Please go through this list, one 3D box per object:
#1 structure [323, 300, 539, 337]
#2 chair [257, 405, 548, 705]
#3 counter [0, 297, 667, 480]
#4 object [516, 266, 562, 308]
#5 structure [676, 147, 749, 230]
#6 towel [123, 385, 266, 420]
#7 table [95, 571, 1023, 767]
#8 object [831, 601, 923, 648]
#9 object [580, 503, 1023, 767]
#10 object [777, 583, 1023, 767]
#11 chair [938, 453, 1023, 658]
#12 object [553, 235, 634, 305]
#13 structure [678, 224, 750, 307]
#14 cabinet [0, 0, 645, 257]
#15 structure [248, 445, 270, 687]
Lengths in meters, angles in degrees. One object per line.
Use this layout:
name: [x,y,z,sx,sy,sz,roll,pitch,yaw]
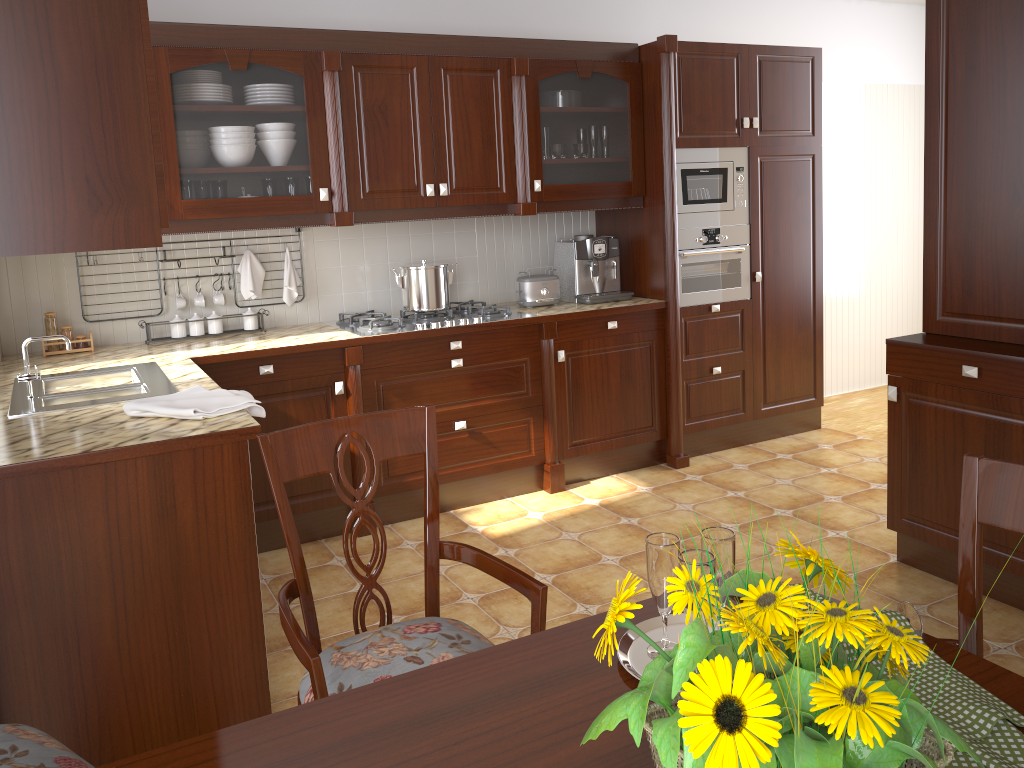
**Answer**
structure: [-0.372,-0.309,3.963,0.819,0.046,0.595,-9,13,-27]
chair: [-0.178,0.460,1.497,0.406,0.738,0.462,-8,10,-30]
counter: [-0.345,-0.138,3.300,2.794,0.032,1.840,-9,13,-27]
object: [0.129,-0.467,4.240,0.244,0.186,0.142,-8,10,-26]
structure: [0.897,-0.984,4.452,0.497,0.382,0.319,-8,10,-27]
towel: [-0.830,0.066,2.392,0.330,0.096,0.347,3,13,25]
table: [-0.158,0.718,0.683,1.685,0.552,0.741,-9,12,-27]
object: [0.426,0.302,1.084,0.146,0.046,0.047,-6,10,-14]
object: [0.241,0.264,0.766,0.300,0.334,0.320,-9,11,-35]
object: [0.423,0.309,1.038,0.167,0.056,0.534,-6,12,-13]
chair: [0.561,0.517,1.046,0.461,0.738,0.407,-7,9,-27]
object: [0.397,-0.572,4.361,0.276,0.318,0.326,-8,11,-27]
structure: [0.990,-0.586,4.361,0.496,0.371,0.041,-8,9,-27]
cabinet: [-0.293,-0.938,3.015,2.792,0.770,1.380,-9,12,-27]
structure: [-0.888,0.491,2.311,0.381,0.739,0.427,-7,9,-27]
